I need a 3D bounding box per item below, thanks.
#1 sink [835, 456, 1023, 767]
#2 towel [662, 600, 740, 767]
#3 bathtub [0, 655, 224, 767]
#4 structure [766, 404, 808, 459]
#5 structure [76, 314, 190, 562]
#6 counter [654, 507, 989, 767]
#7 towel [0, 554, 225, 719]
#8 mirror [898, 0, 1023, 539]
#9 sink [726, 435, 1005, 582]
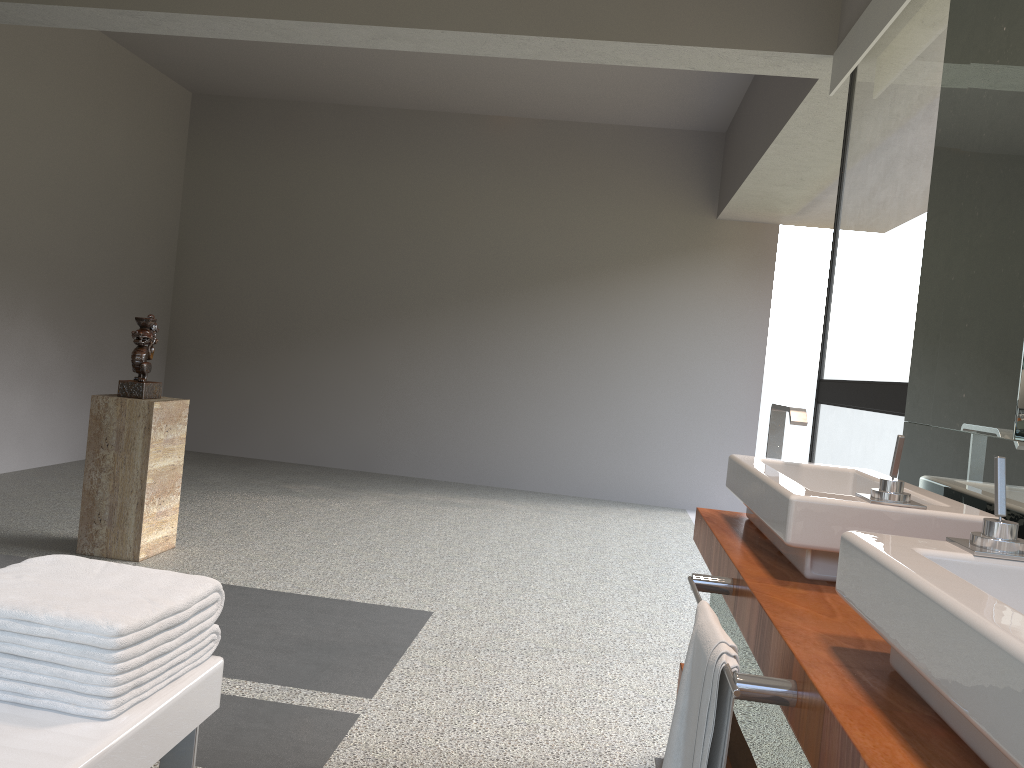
[{"bbox_3d":[0.563,0.228,0.772,0.352,0.266,0.750,6,1,6],"label":"sink"},{"bbox_3d":[0.260,0.525,1.280,0.079,0.368,0.302,6,1,7],"label":"towel"},{"bbox_3d":[-1.530,0.601,0.890,1.958,0.504,1.327,6,1,6],"label":"bathtub"},{"bbox_3d":[0.653,0.547,2.269,0.069,0.988,0.303,6,1,6],"label":"structure"},{"bbox_3d":[-1.683,0.219,4.000,0.292,1.074,0.328,6,1,6],"label":"structure"},{"bbox_3d":[0.520,0.697,1.329,0.525,0.704,1.848,6,1,6],"label":"counter"},{"bbox_3d":[-0.654,0.367,1.334,0.322,0.145,0.305,6,1,9],"label":"towel"},{"bbox_3d":[1.020,-0.405,1.246,0.253,1.617,1.790,6,1,6],"label":"mirror"},{"bbox_3d":[0.674,0.213,1.828,0.352,0.266,0.750,6,1,6],"label":"sink"}]
